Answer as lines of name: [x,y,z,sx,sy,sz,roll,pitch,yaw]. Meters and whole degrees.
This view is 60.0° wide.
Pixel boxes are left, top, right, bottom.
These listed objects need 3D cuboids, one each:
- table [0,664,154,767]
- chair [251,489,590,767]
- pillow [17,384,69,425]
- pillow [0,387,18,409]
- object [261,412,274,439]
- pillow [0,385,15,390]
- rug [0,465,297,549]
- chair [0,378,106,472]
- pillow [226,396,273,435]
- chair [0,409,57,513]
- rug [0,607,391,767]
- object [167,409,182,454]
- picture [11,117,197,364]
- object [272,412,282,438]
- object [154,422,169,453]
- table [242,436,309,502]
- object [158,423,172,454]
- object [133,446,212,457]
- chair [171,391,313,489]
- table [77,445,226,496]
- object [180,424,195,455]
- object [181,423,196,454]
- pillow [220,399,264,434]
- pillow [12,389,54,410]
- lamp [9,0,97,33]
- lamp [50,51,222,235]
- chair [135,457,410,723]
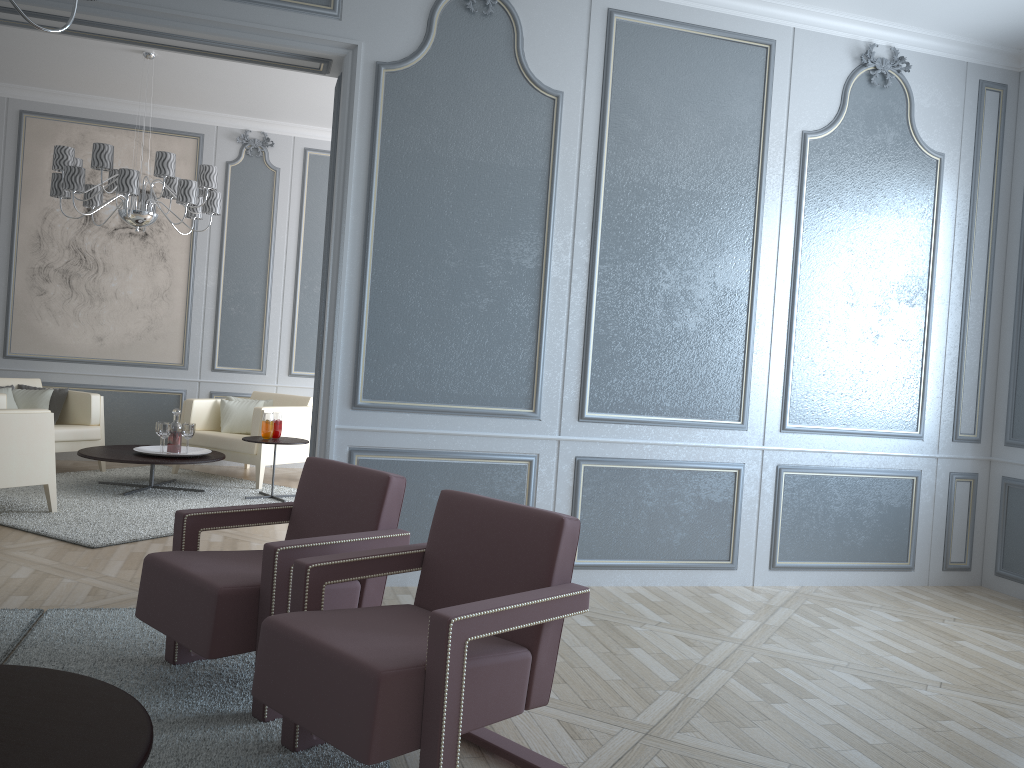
table: [-1.096,0.749,1.519,0.882,0.239,0.882,4,1,1]
chair: [-0.222,0.599,2.086,0.576,0.620,0.606,5,1,44]
pillow: [-3.308,0.152,6.181,0.351,0.276,0.184,4,1,0]
pillow: [-3.441,0.149,5.909,0.163,0.245,0.312,4,1,18]
object: [-1.552,0.266,5.632,0.075,0.165,0.075,4,1,-27]
pillow: [-3.495,0.144,5.978,0.184,0.276,0.351,5,1,30]
rug: [-2.290,0.683,5.388,2.001,0.010,1.999,5,2,29]
chair: [-3.351,0.284,6.028,0.737,0.620,0.854,5,1,29]
pillow: [-1.956,0.240,6.574,0.351,0.276,0.184,4,1,-10]
chair: [-2.947,0.348,4.612,0.855,0.620,0.737,5,1,29]
rug: [-1.181,0.857,1.543,2.017,0.010,3.206,4,1,-16]
object: [-2.156,0.302,5.678,0.086,0.290,0.086,4,0,5]
picture: [-3.088,-1.068,6.746,1.199,1.751,0.001,4,0,-16]
object: [-1.518,0.267,5.712,0.075,0.165,0.075,4,1,33]
object: [-2.245,0.343,5.680,0.080,0.196,0.080,4,1,-33]
table: [-1.514,0.544,5.638,0.414,0.385,0.414,5,1,31]
object: [-2.196,0.348,5.594,0.080,0.196,0.080,4,1,-13]
object: [-2.168,0.436,5.667,0.468,0.028,0.468,4,1,-4]
chair: [-1.871,0.380,6.453,0.855,0.620,0.737,5,1,29]
table: [-2.308,0.559,5.690,0.882,0.239,0.883,4,1,-19]
object: [-2.069,0.356,5.653,0.080,0.196,0.080,4,1,-33]
object: [-2.093,0.352,5.733,0.080,0.196,0.080,4,1,-33]
pillow: [-1.974,0.240,6.487,0.311,0.245,0.163,4,1,-22]
pillow: [-3.342,0.151,6.099,0.311,0.245,0.163,4,1,-12]
lamp: [-1.220,-1.336,1.724,0.976,1.119,0.977,4,1,-28]
lamp: [-2.311,-1.508,5.539,0.976,1.119,0.977,4,1,-28]
chair: [-0.703,0.552,2.595,0.576,0.620,0.606,5,1,44]
